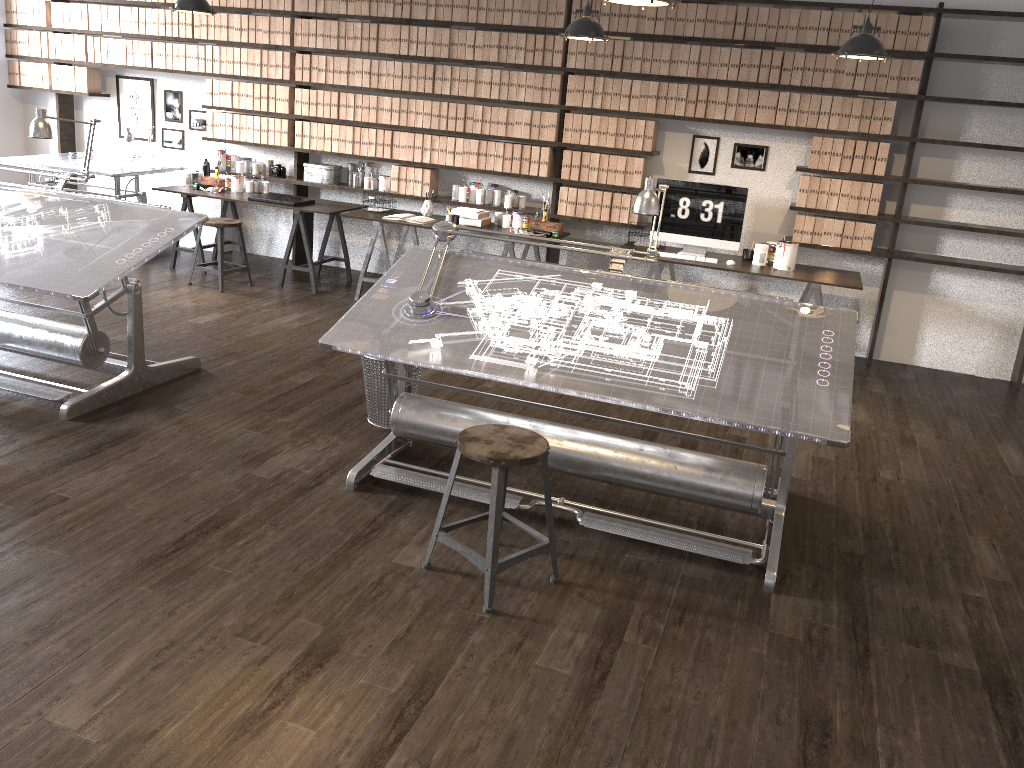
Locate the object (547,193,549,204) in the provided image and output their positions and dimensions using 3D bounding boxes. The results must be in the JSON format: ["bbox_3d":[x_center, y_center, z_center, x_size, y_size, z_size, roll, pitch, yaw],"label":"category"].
[{"bbox_3d":[0.267,-1.349,6.744,0.020,0.225,0.007,-8,20,-39],"label":"object"}]

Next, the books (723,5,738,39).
[{"bbox_3d":[1.547,-2.545,6.258,0.067,0.222,0.176,10,17,17],"label":"books"}]

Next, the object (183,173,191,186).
[{"bbox_3d":[-2.804,-1.763,7.640,0.068,0.103,0.069,12,18,21],"label":"object"}]

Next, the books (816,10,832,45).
[{"bbox_3d":[2.140,-2.429,6.066,0.067,0.223,0.176,10,17,17],"label":"books"}]

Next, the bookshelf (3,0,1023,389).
[{"bbox_3d":[-0.434,-1.609,7.297,9.200,3.165,0.377,11,16,17],"label":"bookshelf"}]

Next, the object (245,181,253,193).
[{"bbox_3d":[-2.246,-1.686,7.572,0.062,0.093,0.062,-5,19,-31],"label":"object"}]

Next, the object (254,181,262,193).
[{"bbox_3d":[-2.180,-1.688,7.596,0.062,0.092,0.064,-2,18,-22],"label":"object"}]

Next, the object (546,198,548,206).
[{"bbox_3d":[0.256,-1.320,6.728,0.005,0.178,0.022,16,19,35],"label":"object"}]

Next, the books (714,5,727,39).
[{"bbox_3d":[1.485,-2.556,6.275,0.067,0.222,0.176,10,17,17],"label":"books"}]

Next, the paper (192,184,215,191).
[{"bbox_3d":[-2.615,-1.667,7.510,0.155,0.038,0.139,6,18,3],"label":"paper"}]

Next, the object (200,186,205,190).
[{"bbox_3d":[-2.604,-1.648,7.478,0.011,0.017,0.173,-8,22,-38],"label":"object"}]

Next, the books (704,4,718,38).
[{"bbox_3d":[1.424,-2.566,6.290,0.067,0.223,0.176,10,17,17],"label":"books"}]

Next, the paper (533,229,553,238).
[{"bbox_3d":[0.203,-1.125,6.622,0.156,0.038,0.138,16,21,31],"label":"paper"}]

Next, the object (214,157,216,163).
[{"bbox_3d":[-2.536,-1.865,7.621,0.071,0.184,0.008,11,16,18],"label":"object"}]

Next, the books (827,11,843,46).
[{"bbox_3d":[2.207,-2.418,6.048,0.067,0.222,0.176,10,17,17],"label":"books"}]

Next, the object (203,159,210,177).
[{"bbox_3d":[-2.678,-1.855,7.759,0.069,0.226,0.069,9,16,14],"label":"object"}]

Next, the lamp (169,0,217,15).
[{"bbox_3d":[-2.092,-3.620,5.788,0.311,2.222,0.317,4,16,-2],"label":"lamp"}]

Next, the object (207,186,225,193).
[{"bbox_3d":[-2.497,-1.642,7.451,0.133,0.050,0.199,-11,24,-40],"label":"object"}]

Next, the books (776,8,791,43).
[{"bbox_3d":[1.888,-2.479,6.150,0.067,0.222,0.176,10,17,17],"label":"books"}]

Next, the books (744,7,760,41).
[{"bbox_3d":[1.688,-2.518,6.214,0.067,0.222,0.176,10,17,17],"label":"books"}]

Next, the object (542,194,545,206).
[{"bbox_3d":[0.243,-1.341,6.739,0.055,0.211,0.007,12,17,24],"label":"object"}]

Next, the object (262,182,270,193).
[{"bbox_3d":[-2.120,-1.693,7.626,0.062,0.093,0.062,-2,18,-22],"label":"object"}]

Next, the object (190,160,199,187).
[{"bbox_3d":[-2.729,-1.813,7.616,0.069,0.226,0.069,9,16,14],"label":"object"}]

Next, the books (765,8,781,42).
[{"bbox_3d":[1.821,-2.492,6.171,0.067,0.222,0.176,10,17,17],"label":"books"}]

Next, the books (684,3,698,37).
[{"bbox_3d":[1.289,-2.594,6.336,0.067,0.222,0.176,10,17,17],"label":"books"}]

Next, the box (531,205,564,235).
[{"bbox_3d":[0.276,-1.247,6.735,0.212,0.204,0.139,11,17,17],"label":"box"}]

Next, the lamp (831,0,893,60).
[{"bbox_3d":[1.989,-2.834,4.500,0.313,2.222,0.314,19,21,41],"label":"lamp"}]

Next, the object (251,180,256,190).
[{"bbox_3d":[-2.225,-1.703,7.629,0.045,0.100,0.045,10,17,17],"label":"object"}]

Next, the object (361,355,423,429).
[{"bbox_3d":[-0.610,0.010,4.499,0.356,0.373,0.355,18,21,37],"label":"object"}]

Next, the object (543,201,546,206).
[{"bbox_3d":[0.247,-1.313,6.736,0.038,0.151,0.008,-1,17,-22],"label":"object"}]

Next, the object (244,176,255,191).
[{"bbox_3d":[-2.272,-1.735,7.673,0.095,0.126,0.095,12,18,21],"label":"object"}]

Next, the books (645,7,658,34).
[{"bbox_3d":[1.024,-2.645,6.420,0.067,0.222,0.176,10,17,17],"label":"books"}]

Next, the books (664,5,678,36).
[{"bbox_3d":[1.158,-2.619,6.379,0.067,0.222,0.176,10,17,17],"label":"books"}]

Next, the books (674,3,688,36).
[{"bbox_3d":[1.225,-2.607,6.360,0.067,0.222,0.176,10,17,17],"label":"books"}]

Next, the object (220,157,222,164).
[{"bbox_3d":[-2.516,-1.868,7.617,0.055,0.190,0.006,10,16,16],"label":"object"}]

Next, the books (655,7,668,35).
[{"bbox_3d":[1.091,-2.631,6.396,0.067,0.223,0.176,10,17,17],"label":"books"}]

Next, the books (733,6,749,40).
[{"bbox_3d":[1.615,-2.530,6.231,0.067,0.223,0.176,10,17,17],"label":"books"}]

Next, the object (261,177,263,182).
[{"bbox_3d":[-2.174,-1.730,7.661,0.036,0.116,0.005,9,16,12],"label":"object"}]

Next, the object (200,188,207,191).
[{"bbox_3d":[-2.602,-1.643,7.472,0.006,0.006,0.159,4,18,-3],"label":"object"}]

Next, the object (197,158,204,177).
[{"bbox_3d":[-2.705,-1.836,7.680,0.069,0.234,0.069,9,16,14],"label":"object"}]

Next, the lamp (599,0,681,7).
[{"bbox_3d":[0.539,-2.426,2.855,0.313,2.222,0.314,19,21,41],"label":"lamp"}]

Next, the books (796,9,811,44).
[{"bbox_3d":[2.013,-2.455,6.109,0.067,0.222,0.176,10,17,17],"label":"books"}]

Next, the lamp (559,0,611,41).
[{"bbox_3d":[0.527,-3.115,4.961,0.313,2.222,0.314,19,21,41],"label":"lamp"}]

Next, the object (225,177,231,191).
[{"bbox_3d":[-2.429,-1.708,7.574,0.050,0.110,0.049,9,16,14],"label":"object"}]

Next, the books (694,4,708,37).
[{"bbox_3d":[1.356,-2.580,6.311,0.067,0.222,0.176,10,17,17],"label":"books"}]

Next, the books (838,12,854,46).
[{"bbox_3d":[2.273,-2.406,6.029,0.067,0.222,0.176,10,17,17],"label":"books"}]

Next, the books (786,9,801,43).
[{"bbox_3d":[1.949,-2.466,6.125,0.067,0.223,0.176,10,17,17],"label":"books"}]

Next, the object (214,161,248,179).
[{"bbox_3d":[-2.440,-1.866,7.727,0.077,0.144,0.347,18,22,38],"label":"object"}]

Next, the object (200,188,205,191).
[{"bbox_3d":[-2.615,-1.644,7.488,0.005,0.005,0.159,-7,22,-36],"label":"object"}]

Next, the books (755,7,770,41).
[{"bbox_3d":[1.753,-2.504,6.188,0.067,0.222,0.176,10,17,17],"label":"books"}]

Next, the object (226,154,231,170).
[{"bbox_3d":[-2.537,-1.981,7.908,0.050,0.138,0.051,9,16,15],"label":"object"}]

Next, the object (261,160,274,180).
[{"bbox_3d":[-2.147,-1.880,7.774,0.107,0.159,0.239,0,18,-16],"label":"object"}]

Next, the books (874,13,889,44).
[{"bbox_3d":[2.473,-2.365,5.959,0.067,0.223,0.176,10,17,17],"label":"books"}]

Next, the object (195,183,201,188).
[{"bbox_3d":[-2.698,-1.705,7.601,0.049,0.037,0.049,9,18,14],"label":"object"}]

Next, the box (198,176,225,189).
[{"bbox_3d":[-2.577,-1.737,7.649,0.212,0.082,0.139,11,18,17],"label":"box"}]

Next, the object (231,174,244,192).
[{"bbox_3d":[-2.352,-1.720,7.587,0.105,0.140,0.105,8,17,10],"label":"object"}]

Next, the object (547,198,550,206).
[{"bbox_3d":[0.259,-1.325,6.734,0.008,0.184,0.072,-3,18,-28],"label":"object"}]
